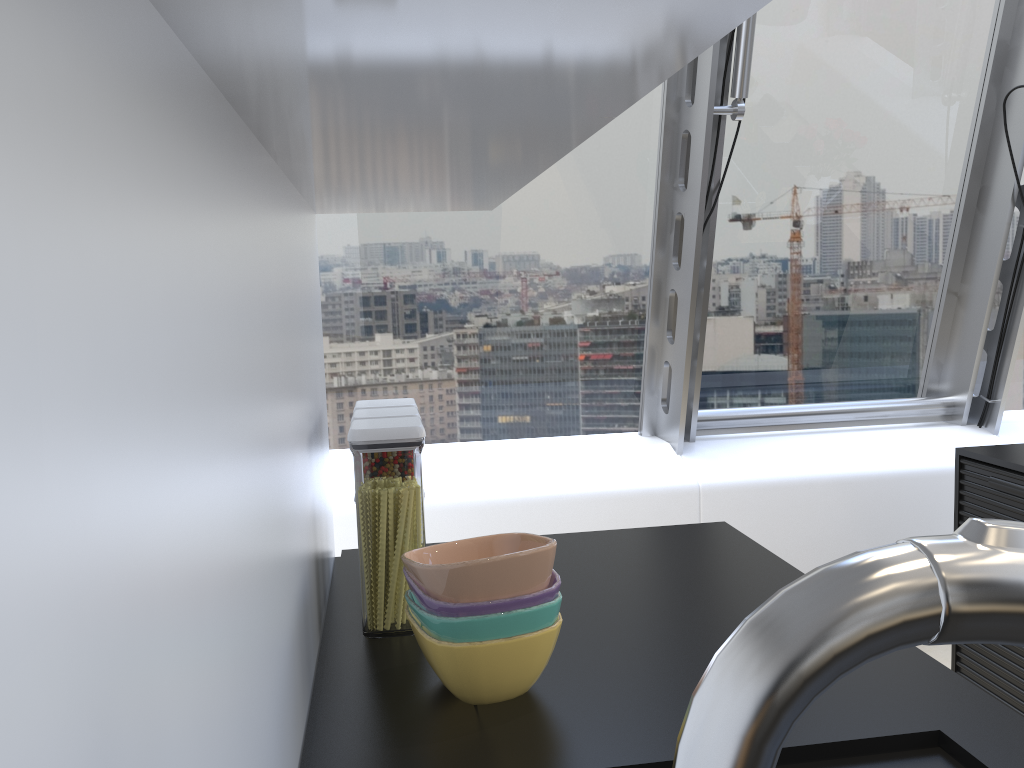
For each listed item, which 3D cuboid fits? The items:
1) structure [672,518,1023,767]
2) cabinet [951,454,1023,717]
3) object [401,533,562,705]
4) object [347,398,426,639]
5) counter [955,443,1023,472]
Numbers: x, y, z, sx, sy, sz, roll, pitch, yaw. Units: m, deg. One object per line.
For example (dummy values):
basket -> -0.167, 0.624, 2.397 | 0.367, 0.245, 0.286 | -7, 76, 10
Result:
structure -> 0.154, 0.308, 0.348 | 0.248, 0.536, 0.115 | -3, 6, -9
cabinet -> 2.099, 0.785, 0.864 | 1.007, 0.838, 3.800 | -3, 6, -8
object -> -0.040, 0.291, 1.135 | 0.185, 0.205, 0.205 | -4, 6, -20
object -> -0.201, 0.202, 1.469 | 0.113, 0.315, 0.365 | -3, 6, -8
counter -> 2.085, 0.359, 0.819 | 1.006, 0.018, 3.800 | -3, 6, -8
